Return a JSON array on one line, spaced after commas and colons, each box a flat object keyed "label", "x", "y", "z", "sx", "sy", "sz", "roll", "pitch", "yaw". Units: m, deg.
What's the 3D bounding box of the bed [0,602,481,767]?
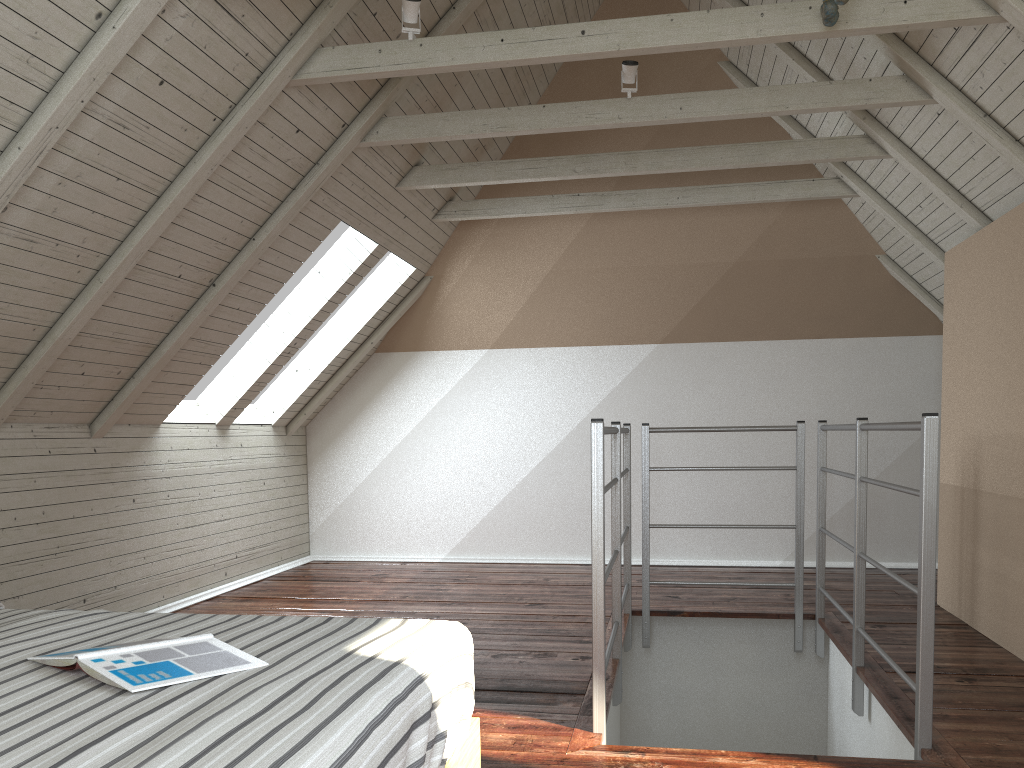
[{"label": "bed", "x": -1.097, "y": 0.515, "z": 1.099, "sx": 1.878, "sy": 0.709, "sz": 1.866, "roll": -1, "pitch": -2, "yaw": 10}]

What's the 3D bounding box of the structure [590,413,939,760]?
[{"label": "structure", "x": 0.765, "y": 0.622, "z": 3.021, "sx": 0.836, "sy": 1.001, "sz": 1.634, "roll": -1, "pitch": -1, "yaw": 10}]

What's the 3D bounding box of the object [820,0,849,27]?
[{"label": "object", "x": 0.798, "y": -0.953, "z": 2.162, "sx": 0.059, "sy": 0.067, "sz": 0.283, "roll": -1, "pitch": -3, "yaw": 9}]
